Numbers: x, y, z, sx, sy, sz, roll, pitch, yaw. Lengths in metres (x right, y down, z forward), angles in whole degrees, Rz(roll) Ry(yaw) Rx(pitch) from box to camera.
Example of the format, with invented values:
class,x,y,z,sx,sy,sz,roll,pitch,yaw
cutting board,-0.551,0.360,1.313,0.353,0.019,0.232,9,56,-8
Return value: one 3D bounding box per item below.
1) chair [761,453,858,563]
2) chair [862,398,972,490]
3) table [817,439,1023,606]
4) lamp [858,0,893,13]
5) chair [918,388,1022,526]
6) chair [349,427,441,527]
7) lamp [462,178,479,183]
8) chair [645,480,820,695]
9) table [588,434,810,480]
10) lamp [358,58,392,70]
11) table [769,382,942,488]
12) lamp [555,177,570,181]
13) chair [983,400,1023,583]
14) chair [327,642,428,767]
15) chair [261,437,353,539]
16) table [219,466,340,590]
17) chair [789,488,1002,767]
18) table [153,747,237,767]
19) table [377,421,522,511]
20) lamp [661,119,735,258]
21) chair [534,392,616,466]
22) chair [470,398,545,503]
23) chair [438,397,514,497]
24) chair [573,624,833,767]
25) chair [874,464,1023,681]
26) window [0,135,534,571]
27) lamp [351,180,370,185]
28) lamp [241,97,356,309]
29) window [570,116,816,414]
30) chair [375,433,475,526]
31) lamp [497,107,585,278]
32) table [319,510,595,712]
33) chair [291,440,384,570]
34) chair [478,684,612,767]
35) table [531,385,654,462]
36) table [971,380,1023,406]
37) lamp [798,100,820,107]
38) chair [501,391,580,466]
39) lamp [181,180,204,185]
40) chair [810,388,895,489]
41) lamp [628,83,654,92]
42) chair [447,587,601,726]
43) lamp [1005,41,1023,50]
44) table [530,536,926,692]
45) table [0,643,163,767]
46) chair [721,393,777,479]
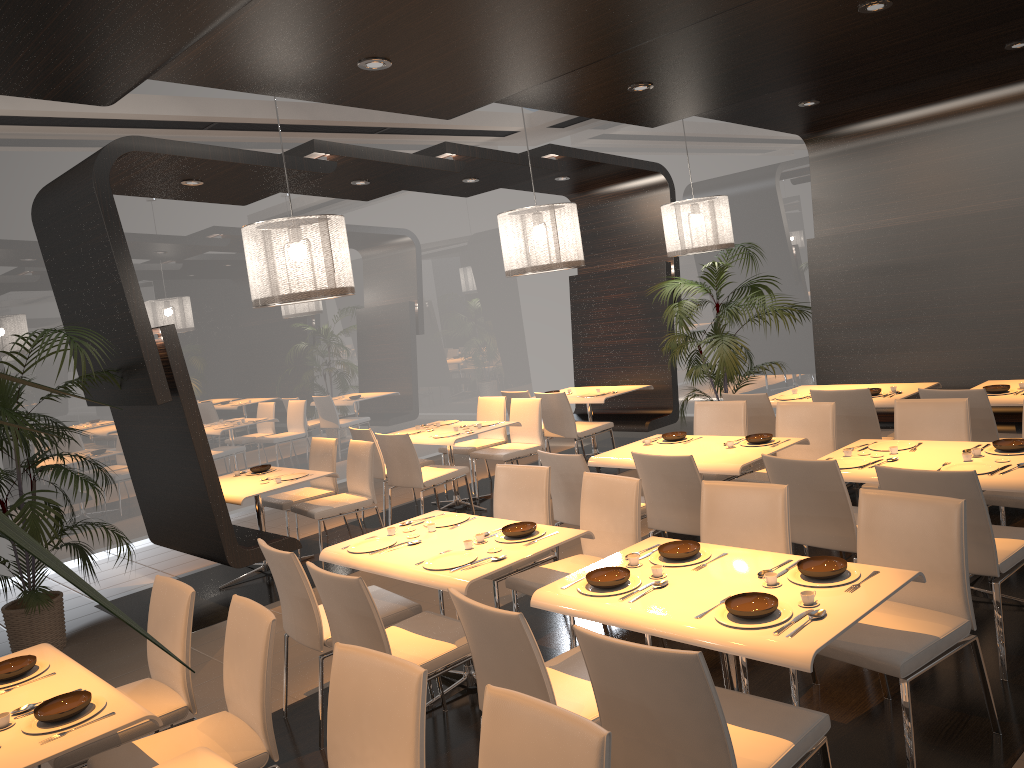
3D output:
class,x,y,z,sx,sy,sz,roll,pitch,yaw
chair,1.668,0.737,4.470,0.609,0.872,0.482,-10,3,-35
chair,2.400,0.564,5.153,0.482,0.872,0.609,-6,3,45
table,2.224,0.727,4.517,0.806,0.724,1.143,-11,5,-42
lamp,1.820,-1.907,4.432,0.162,0.050,0.161,-12,7,-36
chair,3.051,0.409,5.755,0.609,0.868,0.482,-10,3,-35
chair,-1.080,0.772,8.034,0.609,0.868,0.482,-10,3,-35
lamp,-0.397,-1.966,8.476,0.161,0.055,0.162,-3,7,42
chair,0.909,0.916,3.766,0.482,0.872,0.609,-6,3,45
table,1.304,0.741,5.698,1.061,0.724,1.143,-12,6,-42
lamp,-0.652,-1.529,4.187,0.160,0.050,0.161,-3,7,42
table,2.676,0.419,6.954,0.806,0.724,1.143,-11,5,-42
lamp,0.530,-2.184,9.338,0.161,0.055,0.162,-3,7,42
chair,2.814,0.561,4.596,0.609,0.872,0.482,-10,3,-35
chair,-0.510,1.259,2.367,0.482,0.872,0.609,-6,3,45
chair,-1.735,0.936,7.354,0.609,0.872,0.482,-10,3,-40
table,-1.922,1.093,6.791,0.806,0.724,1.143,-11,5,-42
chair,1.378,0.897,3.260,0.609,0.868,0.482,-10,3,-35
table,-0.698,1.416,1.805,0.806,0.724,1.143,-11,5,-42
table,-0.541,0.768,8.061,0.806,0.724,1.143,-11,5,-42
lamp,1.650,-2.192,8.334,0.628,1.927,0.627,-8,2,-10
chair,0.624,0.462,8.723,0.609,0.872,0.482,-10,3,-40
chair,-0.004,0.609,8.125,0.609,0.868,0.482,-10,3,-40
chair,-0.340,0.604,8.677,0.609,0.872,0.482,-10,3,-40
chair,0.580,1.076,2.616,0.482,0.868,0.609,-6,3,45
chair,2.016,0.739,3.951,0.609,0.872,0.482,-10,3,-40
window,-2.211,-0.826,9.752,6.628,3.971,0.070,-12,4,-42
lamp,-1.310,-1.750,7.626,0.161,0.055,0.162,-3,7,42
lamp,-1.423,-1.466,5.474,0.628,1.927,0.626,-9,2,-14
window,3.188,-1.574,9.506,0.070,3.970,6.558,-9,4,-42
chair,-0.738,0.787,7.421,0.482,0.872,0.609,-6,3,45
lamp,0.125,-1.832,6.915,0.628,1.927,0.626,-9,2,-14
table,-0.241,1.106,4.255,0.806,0.724,1.143,-11,5,-42
chair,-1.341,0.927,6.856,0.609,0.868,0.482,-10,3,-35
chair,-0.067,1.240,1.926,0.609,0.872,0.482,-10,3,-40
table,0.846,0.442,9.342,0.806,0.724,1.143,-11,5,-42
table,3.703,0.379,5.880,0.806,0.724,1.143,-11,5,-42
lamp,2.341,-2.227,6.971,0.162,0.050,0.161,-12,7,-36
chair,0.288,0.452,9.275,0.609,0.868,0.482,-10,3,-40
lamp,-2.396,-1.521,6.618,0.161,0.054,0.160,-12,6,-36
chair,2.545,0.418,6.413,0.482,0.872,0.609,-6,3,45
lamp,0.805,-1.873,5.543,0.162,0.050,0.161,-12,7,-36
chair,0.181,1.088,3.063,0.609,0.868,0.482,-10,3,-35
lamp,3.355,-2.261,5.860,0.162,0.050,0.161,-12,7,-36
table,0.788,1.066,3.182,0.806,0.724,1.143,-11,5,-42
table,-1.715,1.451,2.909,0.806,0.724,1.143,-11,5,-42
chair,2.024,0.451,6.830,0.609,0.872,0.482,-10,3,-35
